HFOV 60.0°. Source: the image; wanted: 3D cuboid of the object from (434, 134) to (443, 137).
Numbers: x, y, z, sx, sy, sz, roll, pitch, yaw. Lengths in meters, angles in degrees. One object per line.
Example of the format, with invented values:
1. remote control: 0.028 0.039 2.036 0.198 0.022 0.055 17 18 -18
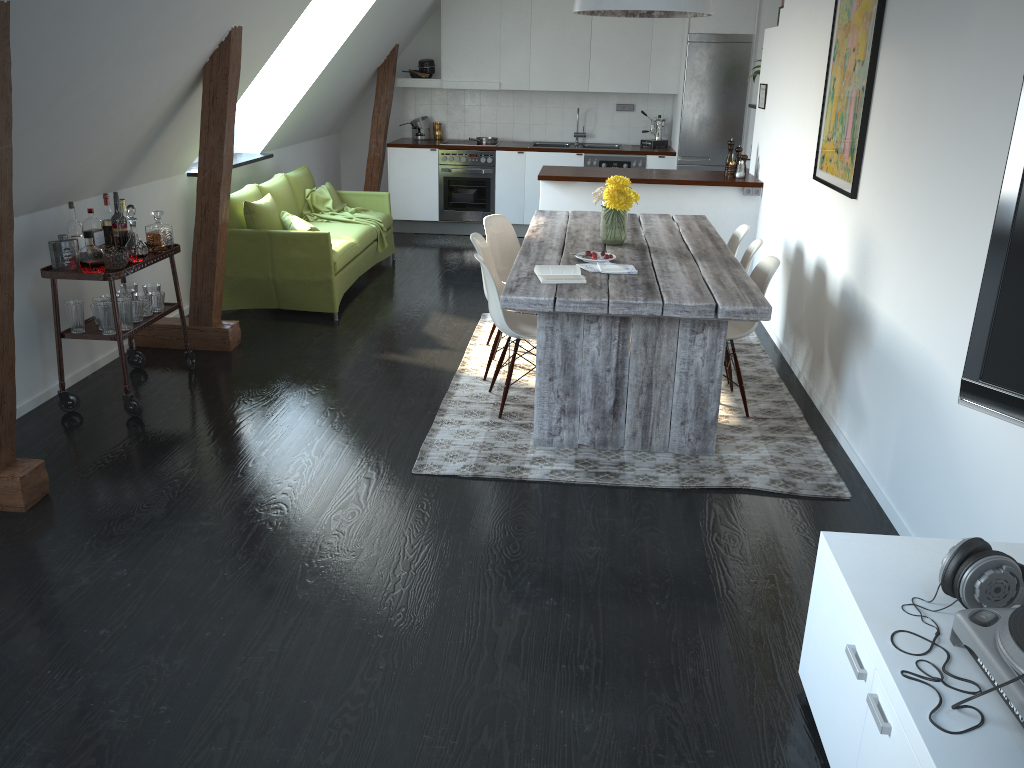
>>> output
1. object: -0.798 -2.680 9.573 0.100 0.048 0.099 9 21 21

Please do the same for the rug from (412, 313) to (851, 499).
1. rug: 0.616 -0.016 5.074 1.898 0.022 2.677 3 20 4

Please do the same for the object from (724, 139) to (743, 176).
1. object: 1.726 -1.761 6.895 0.123 0.283 0.061 3 20 4

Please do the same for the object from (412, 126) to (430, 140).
1. object: -0.959 -2.688 9.477 0.200 0.154 0.348 -4 21 -15

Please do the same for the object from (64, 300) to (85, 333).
1. object: -2.155 -0.331 4.384 0.087 0.155 0.087 -7 21 -21

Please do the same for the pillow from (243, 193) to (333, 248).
1. pillow: -1.542 -1.124 6.246 0.600 0.387 0.475 2 20 2

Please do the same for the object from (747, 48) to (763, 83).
1. object: 2.167 -2.519 7.194 0.493 0.486 0.506 10 22 23

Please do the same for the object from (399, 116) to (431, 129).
1. object: -1.051 -2.777 9.486 0.371 0.169 0.203 -7 21 -22

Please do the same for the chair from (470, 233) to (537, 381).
1. chair: 0.030 -0.446 5.074 0.542 0.801 0.465 3 20 5

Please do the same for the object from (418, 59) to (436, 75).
1. object: -0.893 -3.317 9.278 0.190 0.166 0.200 -11 23 -30

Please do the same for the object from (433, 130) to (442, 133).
1. object: -0.801 -2.717 9.564 0.099 0.043 0.100 -1 20 -7

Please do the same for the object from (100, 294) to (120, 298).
1. object: -2.098 -0.405 4.644 0.095 0.119 0.095 -11 23 -31

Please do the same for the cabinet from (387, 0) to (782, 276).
1. cabinet: 0.765 -2.328 8.053 4.208 2.369 3.033 3 20 4

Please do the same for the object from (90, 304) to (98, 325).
1. object: -2.107 -0.359 4.547 0.092 0.099 0.092 -5 21 -17

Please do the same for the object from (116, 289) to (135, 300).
1. object: -2.065 -0.445 4.755 0.095 0.119 0.095 -11 23 -31

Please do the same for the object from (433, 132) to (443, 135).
1. object: -0.800 -2.696 9.568 0.099 0.051 0.099 -2 20 -9

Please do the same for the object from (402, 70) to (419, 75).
1. object: -1.013 -3.248 9.288 0.357 0.075 0.244 -7 22 -23

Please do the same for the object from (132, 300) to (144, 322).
1. object: -1.955 -0.376 4.602 0.092 0.099 0.092 -5 21 -17

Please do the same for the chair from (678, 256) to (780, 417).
1. chair: 1.079 -0.273 4.661 0.542 0.801 0.465 2 20 1

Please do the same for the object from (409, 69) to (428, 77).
1. object: -0.975 -3.227 9.205 0.061 0.077 0.331 -13 24 -35

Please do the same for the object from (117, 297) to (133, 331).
1. object: -1.943 -0.350 4.450 0.087 0.155 0.087 -7 21 -21

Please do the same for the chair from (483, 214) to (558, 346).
1. chair: 0.084 -0.640 5.616 0.542 0.801 0.465 13 23 29

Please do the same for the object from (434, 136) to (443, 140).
1. object: -0.796 -2.659 9.582 0.100 0.036 0.100 2 20 1

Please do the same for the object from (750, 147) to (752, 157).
1. object: 2.165 -1.916 7.347 0.287 0.101 0.329 1 20 0

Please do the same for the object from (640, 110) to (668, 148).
1. object: 1.462 -2.663 9.249 0.353 0.370 0.206 -14 25 -36

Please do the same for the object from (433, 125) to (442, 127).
1. object: -0.803 -2.769 9.540 0.100 0.036 0.100 14 23 31

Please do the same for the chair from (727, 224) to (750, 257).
1. chair: 1.180 -0.612 5.606 0.542 0.801 0.465 3 20 5

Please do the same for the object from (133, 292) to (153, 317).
1. object: -1.951 -0.422 4.700 0.095 0.119 0.095 -11 23 -31

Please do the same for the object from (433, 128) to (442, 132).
1. object: -0.802 -2.737 9.556 0.099 0.057 0.101 7 21 15

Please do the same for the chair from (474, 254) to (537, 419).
1. chair: 0.074 -0.267 4.580 0.542 0.801 0.465 -2 20 -9

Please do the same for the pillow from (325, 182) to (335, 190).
1. pillow: -1.603 -1.590 7.712 0.210 0.275 0.462 2 20 2

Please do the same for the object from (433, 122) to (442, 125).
1. object: -0.801 -2.787 9.532 0.100 0.047 0.099 1 20 0

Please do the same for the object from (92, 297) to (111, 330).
1. object: -2.047 -0.351 4.446 0.087 0.155 0.087 -7 21 -21

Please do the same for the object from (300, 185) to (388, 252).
1. object: -1.402 -1.431 7.618 0.722 0.493 0.711 1 20 0

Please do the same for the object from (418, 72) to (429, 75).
1. object: -0.944 -3.238 9.246 0.065 0.031 0.335 -14 25 -35

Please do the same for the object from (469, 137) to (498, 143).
1. object: -0.318 -2.566 9.310 0.351 0.061 0.232 -6 21 -21

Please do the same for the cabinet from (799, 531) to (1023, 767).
1. cabinet: 1.090 0.838 2.015 0.623 0.507 1.069 3 20 4

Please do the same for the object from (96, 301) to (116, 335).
1. object: -1.994 -0.322 4.369 0.087 0.155 0.087 -7 21 -21

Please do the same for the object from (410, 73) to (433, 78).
1. object: -0.945 -3.217 9.252 0.243 0.056 0.350 -1 20 -6

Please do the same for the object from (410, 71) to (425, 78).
1. object: -0.988 -3.218 9.199 0.065 0.065 0.332 -9 22 -26

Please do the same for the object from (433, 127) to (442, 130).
1. object: -0.803 -2.753 9.546 0.100 0.036 0.100 -9 22 -27

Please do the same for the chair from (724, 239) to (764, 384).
1. chair: 1.137 -0.453 5.162 0.542 0.801 0.465 5 20 10
